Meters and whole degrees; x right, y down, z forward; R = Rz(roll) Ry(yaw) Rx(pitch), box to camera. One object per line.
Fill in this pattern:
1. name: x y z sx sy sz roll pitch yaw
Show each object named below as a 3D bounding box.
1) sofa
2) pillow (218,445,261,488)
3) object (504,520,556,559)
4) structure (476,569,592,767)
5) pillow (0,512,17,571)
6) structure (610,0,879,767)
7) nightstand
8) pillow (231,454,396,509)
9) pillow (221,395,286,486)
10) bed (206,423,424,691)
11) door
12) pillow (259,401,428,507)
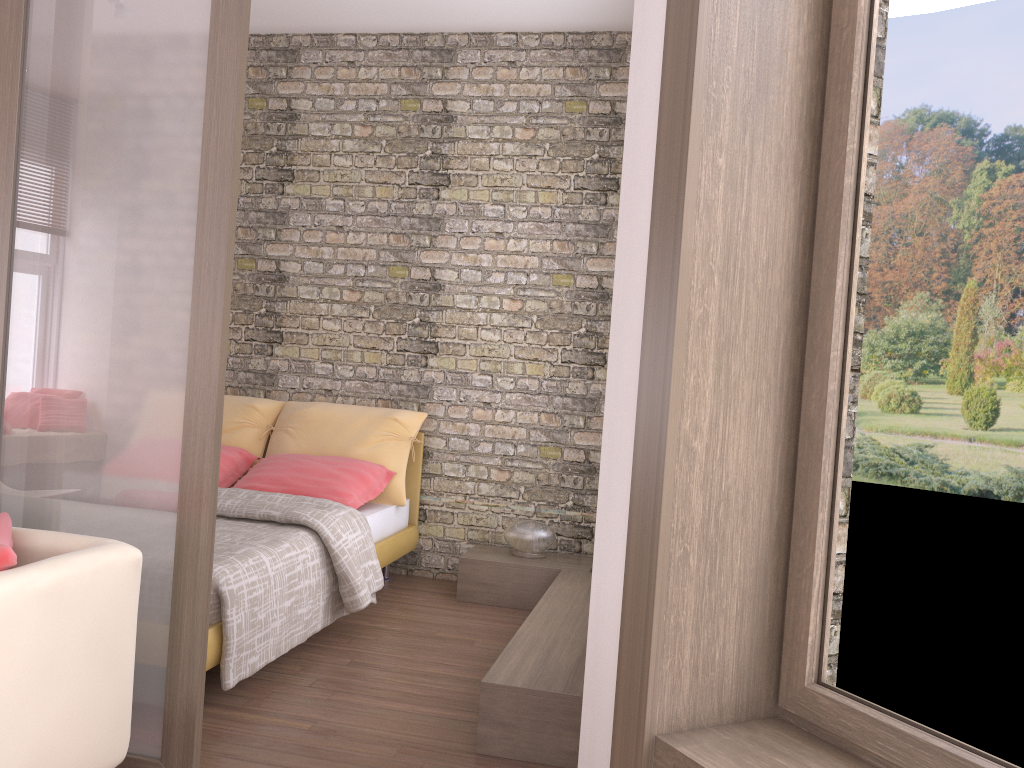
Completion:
1. sofa: -2.147 0.700 2.117 2.204 0.751 0.919 4 1 12
2. pillow: -1.931 0.461 5.008 0.831 0.264 0.538 4 1 12
3. object: 0.100 0.861 4.960 0.296 0.199 0.211 4 1 9
4. structure: 0.562 -0.188 3.699 0.808 2.881 2.039 4 1 12
5. pillow: -1.378 0.522 2.072 0.379 0.377 0.498 4 1 -28
6. structure: 0.833 -0.130 1.179 0.845 2.881 2.039 4 1 -28
7. nightstand: 0.091 1.081 4.923 0.707 0.240 0.400 4 1 12
8. pillow: -1.111 0.529 4.837 0.834 0.261 0.540 4 1 12
9. pillow: -1.895 0.322 5.376 1.019 0.527 0.355 4 1 12
10. bed: -1.646 0.653 4.322 2.219 0.861 2.360 4 1 12
11. door: 1.150 -0.288 1.342 0.142 2.275 1.800 4 1 -29
12. pillow: -1.025 0.397 5.185 1.021 0.557 0.366 4 1 12
